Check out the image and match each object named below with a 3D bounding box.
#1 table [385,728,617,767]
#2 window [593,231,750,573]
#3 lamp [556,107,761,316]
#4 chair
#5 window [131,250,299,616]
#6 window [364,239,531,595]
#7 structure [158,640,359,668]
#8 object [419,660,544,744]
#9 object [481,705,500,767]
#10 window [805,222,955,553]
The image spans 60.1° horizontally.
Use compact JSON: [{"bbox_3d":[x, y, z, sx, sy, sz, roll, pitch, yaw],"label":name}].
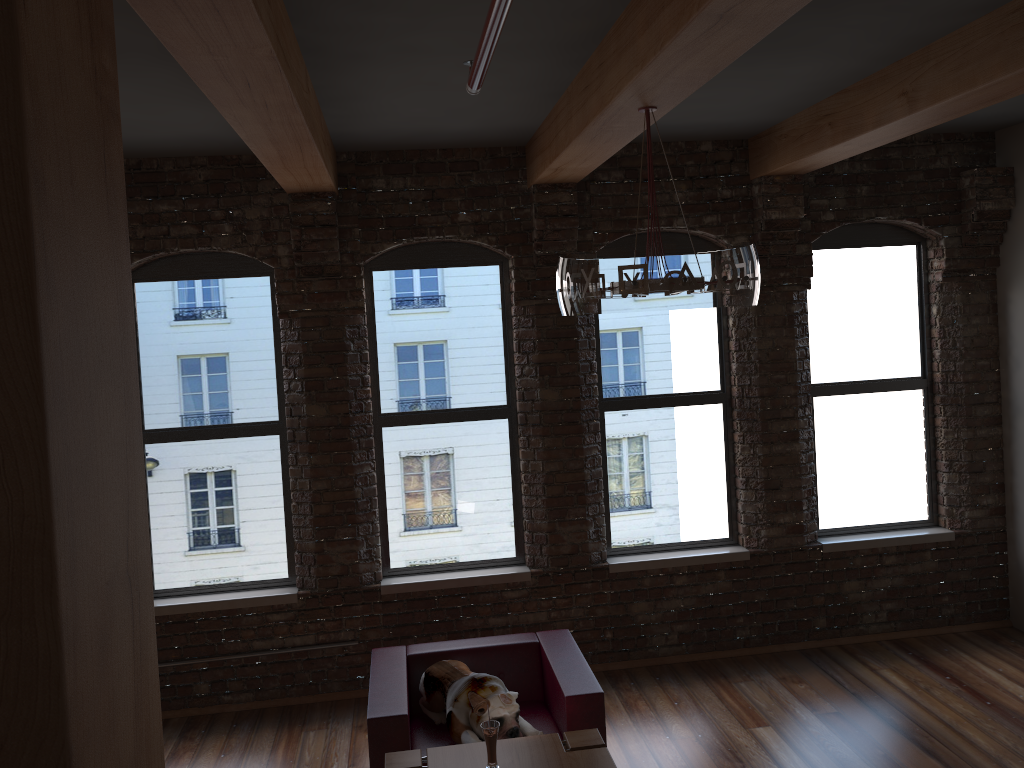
[{"bbox_3d":[0.049,1.829,2.862,0.900,0.549,1.754,-4,4,-7],"label":"table"},{"bbox_3d":[1.026,0.083,5.887,0.969,2.212,0.235,-3,2,-7],"label":"window"},{"bbox_3d":[0.567,-0.702,3.566,0.809,0.814,0.811,-1,4,34],"label":"lamp"},{"bbox_3d":[-0.148,1.700,4.389,1.071,0.592,0.867,-4,4,-7],"label":"chair"},{"bbox_3d":[-1.878,0.274,5.511,0.969,2.212,0.235,-3,2,-7],"label":"window"},{"bbox_3d":[-0.426,0.179,5.699,0.969,2.212,0.235,-3,2,-7],"label":"window"},{"bbox_3d":[-7.791,1.975,4.628,13.714,0.313,1.636,-4,4,-14],"label":"structure"},{"bbox_3d":[-0.205,1.536,4.254,0.365,0.296,0.755,-6,5,-36],"label":"object"},{"bbox_3d":[-0.078,1.397,3.481,0.075,0.232,0.095,-2,2,26],"label":"object"},{"bbox_3d":[2.478,-0.012,6.075,0.969,2.212,0.235,-3,2,-7],"label":"window"}]
